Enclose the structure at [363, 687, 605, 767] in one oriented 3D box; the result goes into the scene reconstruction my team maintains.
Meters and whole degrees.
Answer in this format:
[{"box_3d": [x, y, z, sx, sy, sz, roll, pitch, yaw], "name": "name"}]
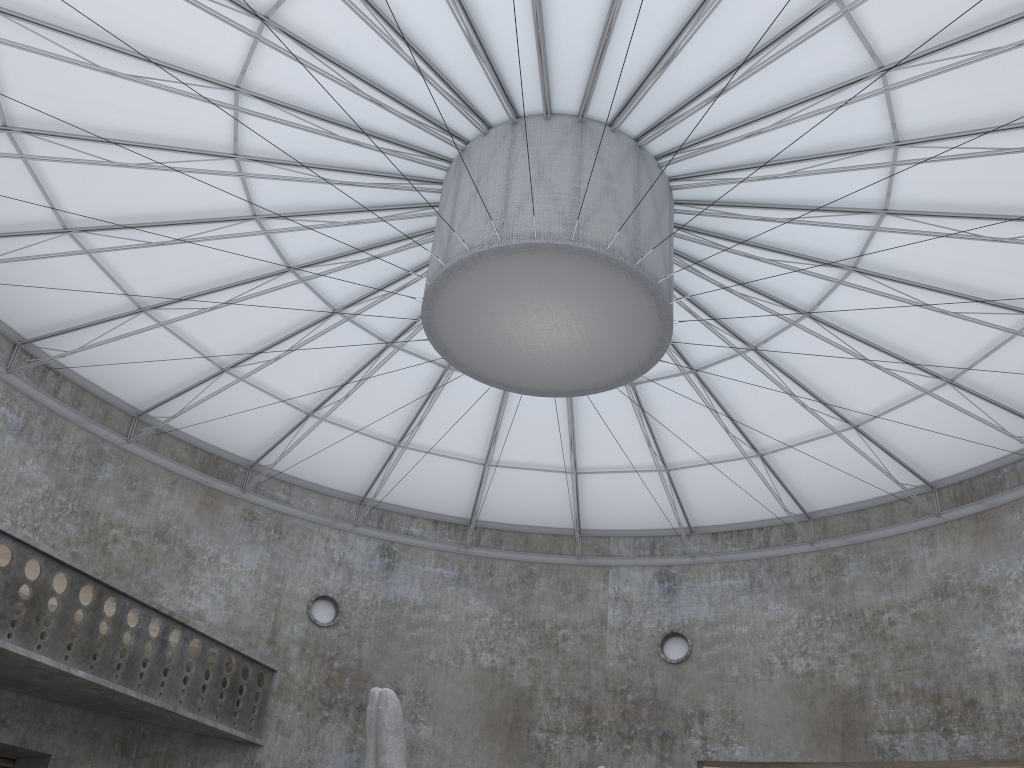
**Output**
[{"box_3d": [1.928, 8.960, 16.921, 10.791, 5.568, 15.924, 16, -33, -17], "name": "structure"}]
